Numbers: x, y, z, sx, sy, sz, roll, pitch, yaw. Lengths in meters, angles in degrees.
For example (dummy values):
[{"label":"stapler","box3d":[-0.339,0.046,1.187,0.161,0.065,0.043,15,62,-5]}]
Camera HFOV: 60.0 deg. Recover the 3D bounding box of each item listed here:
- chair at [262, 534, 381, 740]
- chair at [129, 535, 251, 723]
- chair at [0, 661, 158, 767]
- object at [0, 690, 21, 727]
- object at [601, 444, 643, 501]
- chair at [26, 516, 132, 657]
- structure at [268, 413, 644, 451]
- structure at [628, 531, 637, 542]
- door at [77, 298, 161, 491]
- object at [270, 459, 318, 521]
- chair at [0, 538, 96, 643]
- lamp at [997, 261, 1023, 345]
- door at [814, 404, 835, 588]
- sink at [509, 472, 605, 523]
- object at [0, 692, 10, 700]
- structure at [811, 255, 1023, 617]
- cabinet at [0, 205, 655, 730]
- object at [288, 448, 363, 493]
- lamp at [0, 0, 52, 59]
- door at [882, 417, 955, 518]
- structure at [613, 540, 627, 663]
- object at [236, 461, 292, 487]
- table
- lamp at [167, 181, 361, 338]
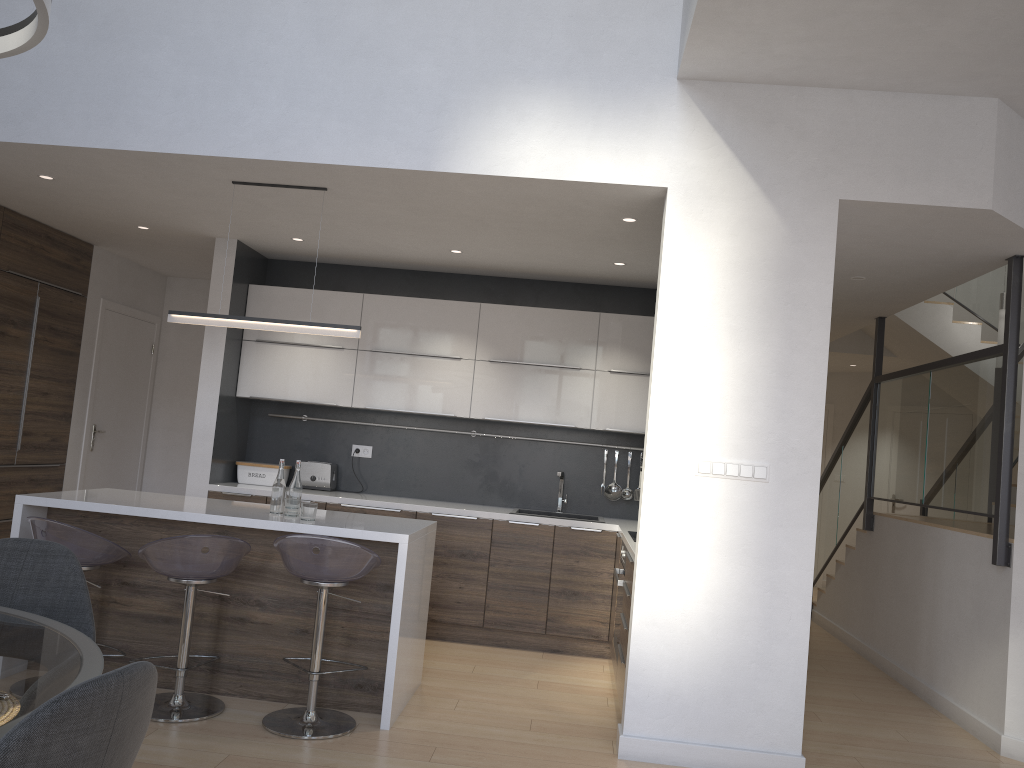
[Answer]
[{"label":"chair","box3d":[-0.842,1.062,3.887,0.475,0.838,0.434,5,-4,3]},{"label":"chair","box3d":[-1.438,1.035,3.933,0.475,0.787,0.434,8,-5,-32]},{"label":"chair","box3d":[-0.920,0.845,1.340,0.619,0.891,0.655,5,-4,11]},{"label":"object","box3d":[-0.971,0.515,1.384,0.360,0.002,0.360,9,-6,-43]},{"label":"object","box3d":[0.777,0.628,6.224,0.320,0.389,0.069,5,-4,6]},{"label":"chair","box3d":[-1.984,0.989,3.995,0.475,0.787,0.434,4,-4,22]},{"label":"structure","box3d":[-0.277,0.354,6.331,3.000,0.045,0.050,5,-4,5]},{"label":"structure","box3d":[0.928,0.863,4.875,0.550,0.006,0.600,5,-4,5]},{"label":"door","box3d":[-3.230,0.436,7.249,0.085,2.136,0.974,5,-4,5]},{"label":"object","box3d":[-1.037,0.504,4.250,0.148,0.267,0.323,8,-5,-31]},{"label":"chair","box3d":[-1.421,0.860,2.195,0.655,0.891,0.619,5,-4,6]},{"label":"lamp","box3d":[4.327,-2.994,7.580,0.359,6.725,0.359,6,-4,-4]},{"label":"door","box3d":[3.325,1.291,10.642,0.085,2.136,1.031,9,-5,-40]},{"label":"sink","box3d":[0.312,0.854,5.971,0.626,0.518,0.512,5,-4,5]},{"label":"object","box3d":[-0.970,0.507,1.394,0.206,0.015,0.309,5,-4,9]},{"label":"structure","box3d":[4.109,-0.065,6.477,2.823,4.339,4.190,5,-4,5]},{"label":"cabinet","box3d":[-1.064,0.301,5.216,4.694,2.501,2.402,5,-4,5]},{"label":"object","box3d":[-1.328,0.599,6.318,0.562,0.319,0.191,5,-4,5]},{"label":"lamp","box3d":[-1.192,-2.822,1.718,1.000,4.513,1.000,5,-4,6]},{"label":"door","box3d":[4.394,1.301,9.390,0.085,2.136,0.974,9,-5,-40]},{"label":"structure","box3d":[0.850,1.199,4.854,0.584,0.588,0.587,5,-4,5]},{"label":"object","box3d":[-1.771,0.642,6.309,0.380,0.148,0.263,5,-4,5]},{"label":"table","box3d":[-1.532,0.852,1.444,1.499,0.764,1.499,6,-4,-6]},{"label":"lamp","box3d":[-1.222,-0.648,4.505,0.998,0.756,0.020,5,-4,5]}]
